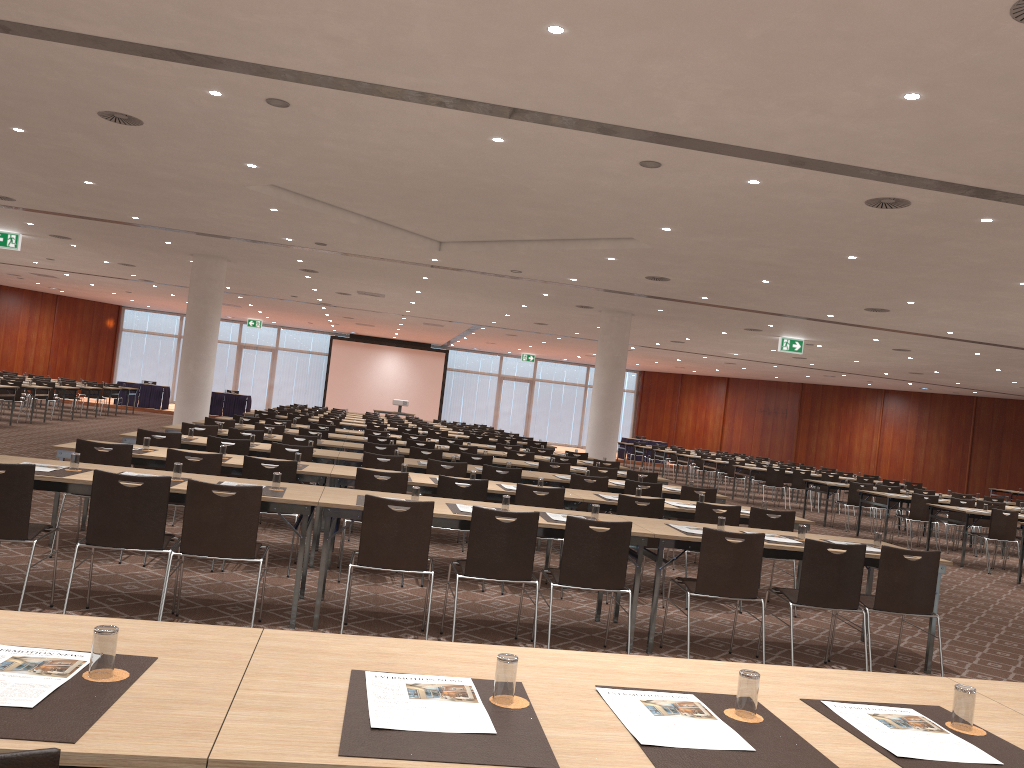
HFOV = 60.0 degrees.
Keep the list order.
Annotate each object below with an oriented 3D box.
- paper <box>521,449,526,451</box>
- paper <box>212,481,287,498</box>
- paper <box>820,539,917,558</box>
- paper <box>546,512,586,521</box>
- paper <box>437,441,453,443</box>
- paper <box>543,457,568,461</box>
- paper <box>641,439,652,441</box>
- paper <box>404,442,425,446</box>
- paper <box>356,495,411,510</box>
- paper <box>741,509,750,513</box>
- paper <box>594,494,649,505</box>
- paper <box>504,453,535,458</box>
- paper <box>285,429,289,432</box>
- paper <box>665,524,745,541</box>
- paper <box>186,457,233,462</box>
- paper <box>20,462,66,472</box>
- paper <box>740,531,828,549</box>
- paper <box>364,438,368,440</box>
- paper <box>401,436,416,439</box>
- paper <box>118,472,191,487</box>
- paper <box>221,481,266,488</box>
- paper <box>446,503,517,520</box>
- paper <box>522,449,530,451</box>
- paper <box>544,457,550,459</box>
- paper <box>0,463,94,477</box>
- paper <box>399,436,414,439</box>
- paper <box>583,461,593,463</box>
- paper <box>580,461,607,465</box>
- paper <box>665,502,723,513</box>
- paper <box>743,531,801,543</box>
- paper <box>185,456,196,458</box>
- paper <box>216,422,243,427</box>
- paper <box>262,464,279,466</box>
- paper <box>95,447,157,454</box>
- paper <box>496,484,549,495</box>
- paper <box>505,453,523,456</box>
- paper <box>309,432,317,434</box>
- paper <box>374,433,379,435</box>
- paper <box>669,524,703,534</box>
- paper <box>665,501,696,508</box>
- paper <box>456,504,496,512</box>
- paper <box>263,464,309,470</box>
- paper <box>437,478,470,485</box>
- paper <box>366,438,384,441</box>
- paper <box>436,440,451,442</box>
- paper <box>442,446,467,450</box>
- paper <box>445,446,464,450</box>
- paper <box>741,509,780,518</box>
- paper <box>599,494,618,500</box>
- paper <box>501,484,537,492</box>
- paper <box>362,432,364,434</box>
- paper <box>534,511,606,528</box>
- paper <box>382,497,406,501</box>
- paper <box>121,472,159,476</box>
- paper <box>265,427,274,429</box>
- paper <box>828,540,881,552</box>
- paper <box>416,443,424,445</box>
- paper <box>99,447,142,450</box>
[{"bbox_3d":[0.416,1.248,16.431,0.460,0.003,0.565,7,-2,-6],"label":"paper"},{"bbox_3d":[-1.760,0.706,5.948,0.460,0.003,0.565,7,-2,-11],"label":"paper"},{"bbox_3d":[2.673,1.237,6.692,0.460,0.003,0.565,7,-2,-9],"label":"paper"},{"bbox_3d":[0.410,0.964,6.376,0.283,0.006,0.398,7,-2,-6],"label":"paper"},{"bbox_3d":[-1.155,1.060,16.177,0.460,0.003,0.565,7,-2,-8],"label":"paper"},{"bbox_3d":[0.758,1.234,14.494,0.460,0.003,0.565,7,-2,-10],"label":"paper"},{"bbox_3d":[5.194,2.173,34.526,0.460,0.003,0.565,7,-2,-9],"label":"paper"},{"bbox_3d":[-1.483,0.964,14.092,0.460,0.003,0.565,7,-2,-8],"label":"paper"},{"bbox_3d":[-0.833,0.816,6.086,0.460,0.003,0.565,7,-2,-9],"label":"paper"},{"bbox_3d":[2.296,1.246,8.708,0.283,0.006,0.398,7,-2,-9],"label":"paper"},{"bbox_3d":[1.056,1.100,8.448,0.460,0.003,0.565,7,-2,-7],"label":"paper"},{"bbox_3d":[0.109,1.155,14.358,0.460,0.003,0.565,7,-2,-10],"label":"paper"},{"bbox_3d":[-3.702,0.699,13.747,0.460,0.003,0.565,7,-2,-10],"label":"paper"},{"bbox_3d":[1.419,1.088,6.507,0.460,0.003,0.565,7,-2,-7],"label":"paper"},{"bbox_3d":[-2.738,0.645,7.826,0.460,0.003,0.565,7,-2,-11],"label":"paper"},{"bbox_3d":[-3.114,0.542,5.803,0.283,0.006,0.398,7,-2,-9],"label":"paper"},{"bbox_3d":[2.013,1.159,6.603,0.460,0.003,0.565,7,-2,-6],"label":"paper"},{"bbox_3d":[-2.105,0.890,13.990,0.460,0.003,0.565,7,-2,-12],"label":"paper"},{"bbox_3d":[-1.880,0.971,16.144,0.283,0.006,0.398,7,-2,-10],"label":"paper"},{"bbox_3d":[-2.416,0.628,5.851,0.460,0.003,0.565,7,-2,-7],"label":"paper"},{"bbox_3d":[-1.838,0.695,6.015,0.283,0.006,0.398,7,-2,-7],"label":"paper"},{"bbox_3d":[-0.212,0.892,6.219,0.460,0.003,0.565,7,-2,-10],"label":"paper"},{"bbox_3d":[0.329,1.236,16.512,0.283,0.006,0.398,7,-2,-7],"label":"paper"},{"bbox_3d":[0.672,1.221,14.526,0.283,0.006,0.398,7,-2,-9],"label":"paper"},{"bbox_3d":[-3.033,0.553,5.729,0.460,0.003,0.565,7,-2,-6],"label":"paper"},{"bbox_3d":[-1.806,0.983,16.094,0.460,0.003,0.565,7,-2,-10],"label":"paper"},{"bbox_3d":[1.340,1.301,14.640,0.283,0.006,0.398,7,-2,-8],"label":"paper"},{"bbox_3d":[1.363,1.305,14.551,0.460,0.003,0.565,7,-2,-9],"label":"paper"},{"bbox_3d":[1.732,1.180,8.539,0.460,0.003,0.565,7,-2,-10],"label":"paper"},{"bbox_3d":[1.952,1.149,6.651,0.283,0.006,0.398,7,-2,-11],"label":"paper"},{"bbox_3d":[-2.818,0.634,7.888,0.283,0.006,0.398,7,-2,-9],"label":"paper"},{"bbox_3d":[-4.362,0.620,13.652,0.460,0.003,0.565,7,-2,-11],"label":"paper"},{"bbox_3d":[-2.163,0.712,7.970,0.283,0.006,0.398,7,-2,-8],"label":"paper"},{"bbox_3d":[-3.390,0.567,7.727,0.460,0.003,0.565,7,-2,-7],"label":"paper"},{"bbox_3d":[0.116,0.987,8.296,0.460,0.003,0.565,7,-2,-10],"label":"paper"},{"bbox_3d":[0.036,1.144,14.401,0.283,0.006,0.398,7,-2,-8],"label":"paper"},{"bbox_3d":[-3.147,0.763,13.898,0.283,0.006,0.398,7,-2,-9],"label":"paper"},{"bbox_3d":[-2.517,0.895,16.025,0.283,0.006,0.398,7,-2,-9],"label":"paper"},{"bbox_3d":[1.356,1.078,6.552,0.283,0.006,0.398,7,-2,-10],"label":"paper"},{"bbox_3d":[1.654,1.169,8.595,0.283,0.006,0.398,7,-2,-8],"label":"paper"},{"bbox_3d":[-0.239,0.886,6.265,0.283,0.006,0.398,7,-2,-8],"label":"paper"},{"bbox_3d":[-2.085,0.724,7.949,0.460,0.003,0.565,7,-2,-6],"label":"paper"},{"bbox_3d":[-0.550,0.905,8.249,0.283,0.006,0.398,7,-2,-8],"label":"paper"},{"bbox_3d":[-2.178,0.879,14.063,0.283,0.006,0.398,7,-2,-11],"label":"paper"},{"bbox_3d":[-1.247,1.047,16.252,0.283,0.006,0.398,7,-2,-8],"label":"paper"},{"bbox_3d":[-0.864,1.039,14.215,0.460,0.003,0.565,7,-2,-10],"label":"paper"},{"bbox_3d":[-0.927,1.029,14.257,0.283,0.006,0.398,7,-2,-10],"label":"paper"},{"bbox_3d":[2.367,1.257,8.669,0.460,0.003,0.565,7,-2,-6],"label":"paper"},{"bbox_3d":[1.012,1.092,8.492,0.283,0.006,0.398,7,-2,-9],"label":"paper"},{"bbox_3d":[0.063,0.979,8.353,0.283,0.006,0.398,7,-2,-9],"label":"paper"},{"bbox_3d":[-2.453,0.905,15.971,0.460,0.003,0.565,7,-2,-6],"label":"paper"},{"bbox_3d":[0.430,0.969,6.347,0.460,0.003,0.565,7,-2,-8],"label":"paper"},{"bbox_3d":[-0.872,0.810,6.160,0.283,0.006,0.398,7,-2,-11],"label":"paper"},{"bbox_3d":[-2.485,0.617,5.904,0.283,0.006,0.398,7,-2,-6],"label":"paper"},{"bbox_3d":[-3.798,0.685,13.794,0.283,0.006,0.398,7,-2,-9],"label":"paper"},{"bbox_3d":[2.613,1.227,6.714,0.283,0.006,0.398,7,-2,-10],"label":"paper"},{"bbox_3d":[-1.548,0.955,14.170,0.283,0.006,0.398,7,-2,-5],"label":"paper"},{"bbox_3d":[-3.442,0.559,7.787,0.283,0.006,0.398,7,-2,-8],"label":"paper"}]
